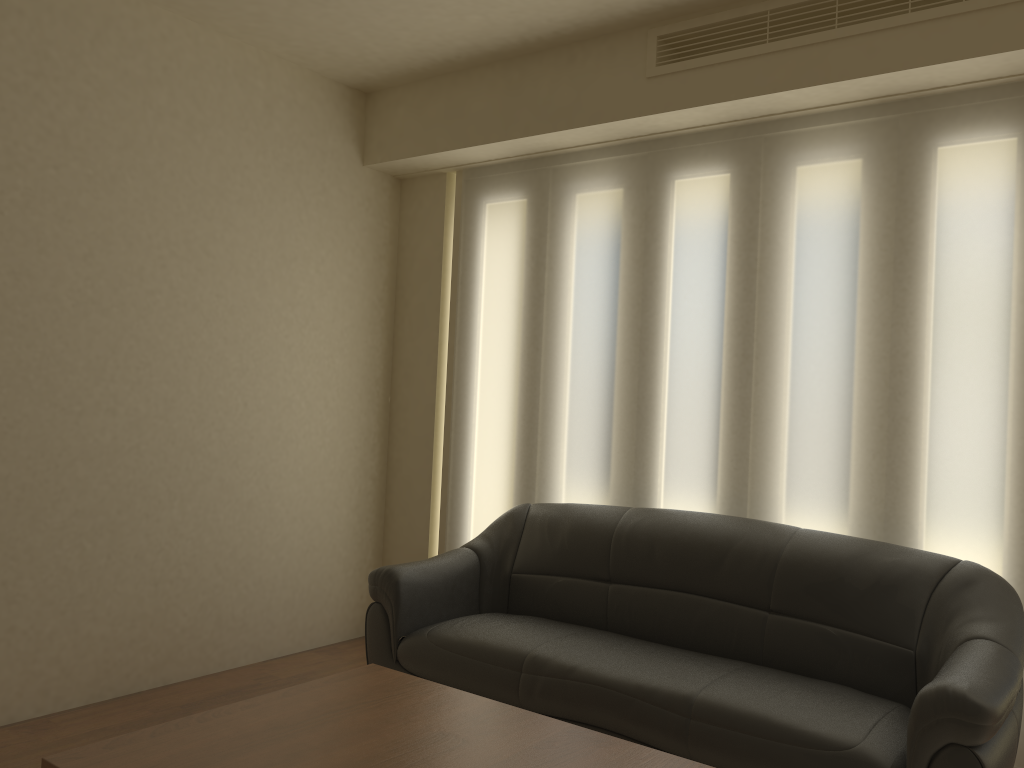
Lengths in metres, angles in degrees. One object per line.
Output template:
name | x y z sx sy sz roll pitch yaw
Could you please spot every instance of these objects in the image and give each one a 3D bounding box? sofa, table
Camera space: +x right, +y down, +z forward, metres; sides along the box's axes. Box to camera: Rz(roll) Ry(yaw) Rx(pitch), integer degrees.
sofa | 0.571 0.971 3.321 2.337 0.918 0.944 2 -2 37
table | -0.290 1.133 2.076 1.213 0.482 1.045 2 -2 37

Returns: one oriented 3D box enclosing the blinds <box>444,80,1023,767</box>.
blinds | 0.807 0.092 3.924 2.830 2.453 0.002 2 -2 37
